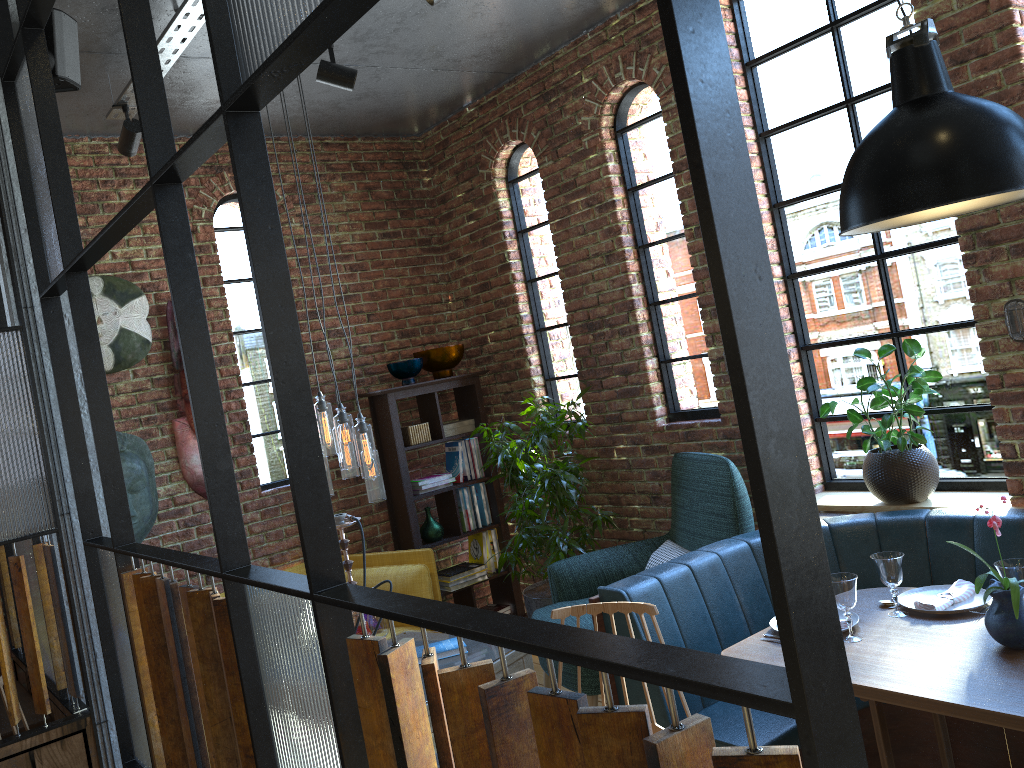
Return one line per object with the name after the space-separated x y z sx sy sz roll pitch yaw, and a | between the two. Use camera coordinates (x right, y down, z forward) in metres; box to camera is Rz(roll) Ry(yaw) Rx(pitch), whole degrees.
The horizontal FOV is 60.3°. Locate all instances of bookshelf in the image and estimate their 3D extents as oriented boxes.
-0.399 0.807 5.489 0.783 1.669 0.330 -10 -1 -36 | bookshelf

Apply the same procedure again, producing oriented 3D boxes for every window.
0.598 -0.530 3.556 8.797 2.431 3.332 -10 1 21 | window

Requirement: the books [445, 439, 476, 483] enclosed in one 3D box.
-0.349 0.493 5.596 0.119 0.258 0.169 -10 -1 -37 | books

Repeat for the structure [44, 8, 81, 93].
-1.655 -1.195 3.171 0.186 0.268 0.164 -11 0 4 | structure

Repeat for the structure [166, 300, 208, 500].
-1.768 0.087 4.910 0.230 1.147 0.223 -11 -1 9 | structure

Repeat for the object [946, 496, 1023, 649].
1.340 0.507 2.431 0.133 0.431 0.223 -10 -1 -19 | object

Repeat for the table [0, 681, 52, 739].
-2.124 1.663 3.293 0.719 0.727 0.782 -11 0 -36 | table

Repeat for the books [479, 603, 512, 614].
-0.151 1.461 5.559 0.213 0.072 0.232 -10 1 43 | books

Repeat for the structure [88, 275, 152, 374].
-2.157 -0.313 4.634 0.509 0.521 0.153 -11 -1 -36 | structure

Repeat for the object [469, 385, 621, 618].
0.208 0.782 4.815 0.894 1.529 0.696 -11 -1 33 | object

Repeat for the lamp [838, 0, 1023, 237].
1.041 -1.111 2.380 0.516 1.327 0.542 -10 -1 -19 | lamp

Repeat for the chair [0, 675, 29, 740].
-1.743 1.463 2.864 0.470 1.006 0.512 -11 -1 40 | chair

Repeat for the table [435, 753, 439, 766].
-0.069 1.308 1.837 0.719 0.727 0.782 -11 0 -36 | table

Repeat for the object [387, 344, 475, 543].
-0.405 0.661 5.490 0.583 1.762 0.341 -10 -1 -42 | object

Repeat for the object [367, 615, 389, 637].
-0.571 1.094 3.818 0.091 0.228 0.090 -11 -1 2 | object

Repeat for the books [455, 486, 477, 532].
-0.321 0.787 5.556 0.082 0.273 0.180 -10 -1 -37 | books

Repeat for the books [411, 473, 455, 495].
-0.503 0.615 5.446 0.258 0.080 0.186 -11 1 -36 | books

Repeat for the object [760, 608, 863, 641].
0.957 0.763 2.831 0.312 0.051 0.280 -11 1 -33 | object

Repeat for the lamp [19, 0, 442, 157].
-1.825 -1.058 0.330 6.005 0.274 7.528 -12 2 -36 | lamp

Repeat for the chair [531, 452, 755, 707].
0.593 0.944 4.064 1.015 1.098 0.821 -11 0 -12 | chair

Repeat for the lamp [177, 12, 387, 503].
-0.953 -0.505 3.682 0.495 2.121 0.293 -11 -1 -10 | lamp

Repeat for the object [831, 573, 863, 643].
1.018 0.683 2.685 0.097 0.192 0.099 -11 -1 -7 | object

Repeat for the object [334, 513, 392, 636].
-0.597 0.865 3.491 0.161 0.704 0.272 -10 -1 -45 | object

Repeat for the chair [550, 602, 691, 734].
0.277 1.098 2.189 0.555 1.006 0.435 -11 -1 26 | chair

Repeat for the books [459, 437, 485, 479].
-0.265 0.476 5.645 0.076 0.258 0.185 -10 -1 -37 | books

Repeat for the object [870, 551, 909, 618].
1.217 0.642 2.817 0.097 0.192 0.099 -11 -1 -7 | object

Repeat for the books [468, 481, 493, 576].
-0.379 0.953 5.489 0.562 0.575 0.198 -11 -1 -37 | books

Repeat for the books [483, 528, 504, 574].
-0.157 1.062 5.634 0.081 0.273 0.197 -10 -1 -37 | books

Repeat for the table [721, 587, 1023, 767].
1.481 1.038 2.347 0.789 0.661 1.604 -11 1 -37 | table

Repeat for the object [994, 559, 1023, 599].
1.450 0.605 2.513 0.097 0.192 0.099 -11 -1 -7 | object

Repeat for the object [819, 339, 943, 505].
1.584 0.154 3.630 0.379 0.663 0.521 -11 0 -13 | object

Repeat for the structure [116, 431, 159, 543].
-2.026 0.561 4.590 0.352 0.640 0.108 -10 -1 -34 | structure

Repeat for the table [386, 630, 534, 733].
-0.440 1.448 3.668 0.783 0.508 0.895 -10 1 39 | table

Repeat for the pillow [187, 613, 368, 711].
-1.309 1.262 4.357 0.418 0.453 1.430 -11 1 41 | pillow

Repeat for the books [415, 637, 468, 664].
-0.339 1.153 3.796 0.268 0.028 0.163 -11 1 -11 | books

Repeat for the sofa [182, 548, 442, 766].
-1.238 1.452 4.332 0.825 0.763 1.908 -11 1 37 | sofa

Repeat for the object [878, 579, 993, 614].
1.374 0.684 2.841 0.259 0.051 0.338 -11 1 -33 | object

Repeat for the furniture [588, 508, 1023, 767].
1.680 0.914 2.492 1.309 0.822 2.721 -11 1 -37 | furniture

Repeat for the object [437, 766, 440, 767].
-0.263 0.945 2.023 0.312 0.051 0.280 -11 1 -33 | object

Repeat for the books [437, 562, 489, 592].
-0.329 1.191 5.456 0.291 0.088 0.254 -11 1 -34 | books
